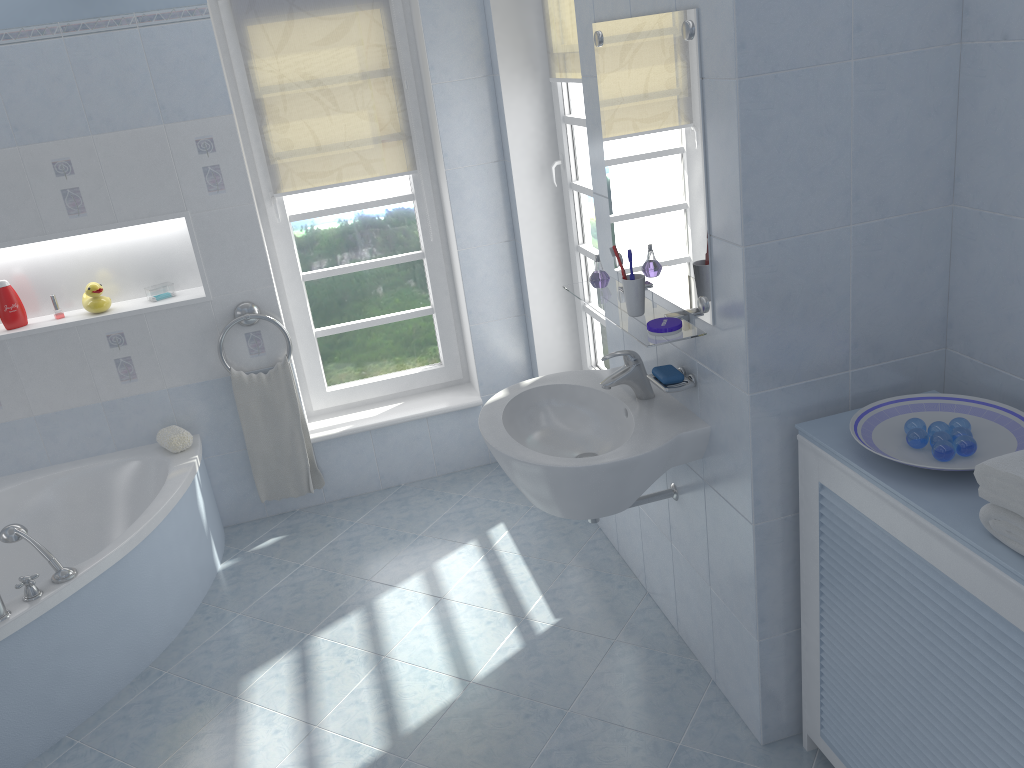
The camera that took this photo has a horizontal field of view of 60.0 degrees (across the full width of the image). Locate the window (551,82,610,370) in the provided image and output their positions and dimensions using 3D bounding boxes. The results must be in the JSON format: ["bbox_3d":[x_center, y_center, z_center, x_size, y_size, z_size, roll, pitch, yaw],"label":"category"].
[{"bbox_3d":[0.319,-0.808,3.139,0.142,2.067,0.963,-13,22,-11],"label":"window"}]

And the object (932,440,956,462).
[{"bbox_3d":[0.832,0.129,1.709,0.042,0.042,0.042,-6,21,4],"label":"object"}]

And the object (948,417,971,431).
[{"bbox_3d":[0.904,0.088,1.790,0.042,0.042,0.042,-6,21,4],"label":"object"}]

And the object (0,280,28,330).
[{"bbox_3d":[-1.928,-0.305,3.401,0.092,0.190,0.044,-24,26,-35],"label":"object"}]

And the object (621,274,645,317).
[{"bbox_3d":[0.307,-0.220,2.221,0.058,0.100,0.058,-10,21,-5],"label":"object"}]

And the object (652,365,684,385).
[{"bbox_3d":[0.395,-0.024,2.247,0.060,0.027,0.090,-12,22,-9],"label":"object"}]

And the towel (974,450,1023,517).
[{"bbox_3d":[0.941,0.149,1.391,0.324,0.086,0.227,-13,22,-12],"label":"towel"}]

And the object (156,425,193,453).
[{"bbox_3d":[-1.351,0.220,3.553,0.105,0.077,0.165,-25,27,-37],"label":"object"}]

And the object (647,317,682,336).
[{"bbox_3d":[0.361,-0.136,2.097,0.083,0.020,0.083,-10,21,-4],"label":"object"}]

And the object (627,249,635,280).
[{"bbox_3d":[0.299,-0.252,2.192,0.012,0.175,0.054,-3,22,12],"label":"object"}]

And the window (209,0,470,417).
[{"bbox_3d":[-0.694,-0.881,3.691,0.758,2.067,0.142,-13,22,-11],"label":"window"}]

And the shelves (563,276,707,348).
[{"bbox_3d":[0.311,-0.188,2.325,0.170,0.045,0.620,-13,22,-11],"label":"shelves"}]

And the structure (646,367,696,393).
[{"bbox_3d":[0.407,-0.009,2.255,0.092,0.034,0.124,-13,22,-11],"label":"structure"}]

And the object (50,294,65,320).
[{"bbox_3d":[-1.783,-0.303,3.469,0.030,0.096,0.030,-25,27,-37],"label":"object"}]

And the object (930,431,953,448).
[{"bbox_3d":[0.846,0.114,1.746,0.042,0.042,0.042,-6,21,4],"label":"object"}]

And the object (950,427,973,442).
[{"bbox_3d":[0.888,0.105,1.753,0.042,0.042,0.042,-6,21,4],"label":"object"}]

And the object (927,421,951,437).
[{"bbox_3d":[0.861,0.096,1.787,0.042,0.042,0.042,-6,21,4],"label":"object"}]

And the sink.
[{"bbox_3d":[0.190,0.168,2.415,0.533,0.489,0.634,-13,22,-11],"label":"sink"}]

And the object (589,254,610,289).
[{"bbox_3d":[0.245,-0.319,2.504,0.059,0.094,0.059,-25,27,-37],"label":"object"}]

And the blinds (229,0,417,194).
[{"bbox_3d":[-0.745,-1.293,3.468,0.598,1.032,0.046,-13,22,-11],"label":"blinds"}]

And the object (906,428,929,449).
[{"bbox_3d":[0.809,0.108,1.770,0.042,0.042,0.042,-6,21,4],"label":"object"}]

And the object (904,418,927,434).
[{"bbox_3d":[0.822,0.090,1.808,0.042,0.042,0.042,-6,21,4],"label":"object"}]

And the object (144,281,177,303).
[{"bbox_3d":[-1.412,-0.370,3.564,0.102,0.053,0.072,-23,26,-34],"label":"object"}]

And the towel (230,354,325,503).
[{"bbox_3d":[-0.981,0.195,3.708,0.280,0.635,0.083,-12,22,-11],"label":"towel"}]

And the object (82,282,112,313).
[{"bbox_3d":[-1.635,-0.341,3.476,0.132,0.122,0.095,10,28,39],"label":"object"}]

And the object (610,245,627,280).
[{"bbox_3d":[0.275,-0.260,2.218,0.050,0.178,0.012,2,24,25],"label":"object"}]

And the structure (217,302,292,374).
[{"bbox_3d":[-1.043,-0.166,3.587,0.291,0.332,0.051,-13,22,-11],"label":"structure"}]

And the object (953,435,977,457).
[{"bbox_3d":[0.875,0.120,1.713,0.042,0.042,0.042,-6,21,4],"label":"object"}]

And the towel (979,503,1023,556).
[{"bbox_3d":[0.963,0.211,1.421,0.324,0.083,0.226,-13,22,-12],"label":"towel"}]

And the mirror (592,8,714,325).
[{"bbox_3d":[0.337,-0.548,2.207,0.012,0.680,0.620,-13,22,-11],"label":"mirror"}]

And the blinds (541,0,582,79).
[{"bbox_3d":[0.182,-1.366,2.906,0.046,0.732,0.800,-13,22,-11],"label":"blinds"}]

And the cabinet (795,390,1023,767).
[{"bbox_3d":[0.951,0.611,1.797,0.389,0.921,0.819,-13,22,-11],"label":"cabinet"}]

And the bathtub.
[{"bbox_3d":[-1.835,0.744,2.872,1.596,0.670,1.578,-13,22,-11],"label":"bathtub"}]

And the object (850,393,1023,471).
[{"bbox_3d":[0.854,0.111,1.761,0.344,0.054,0.344,-24,26,-35],"label":"object"}]
